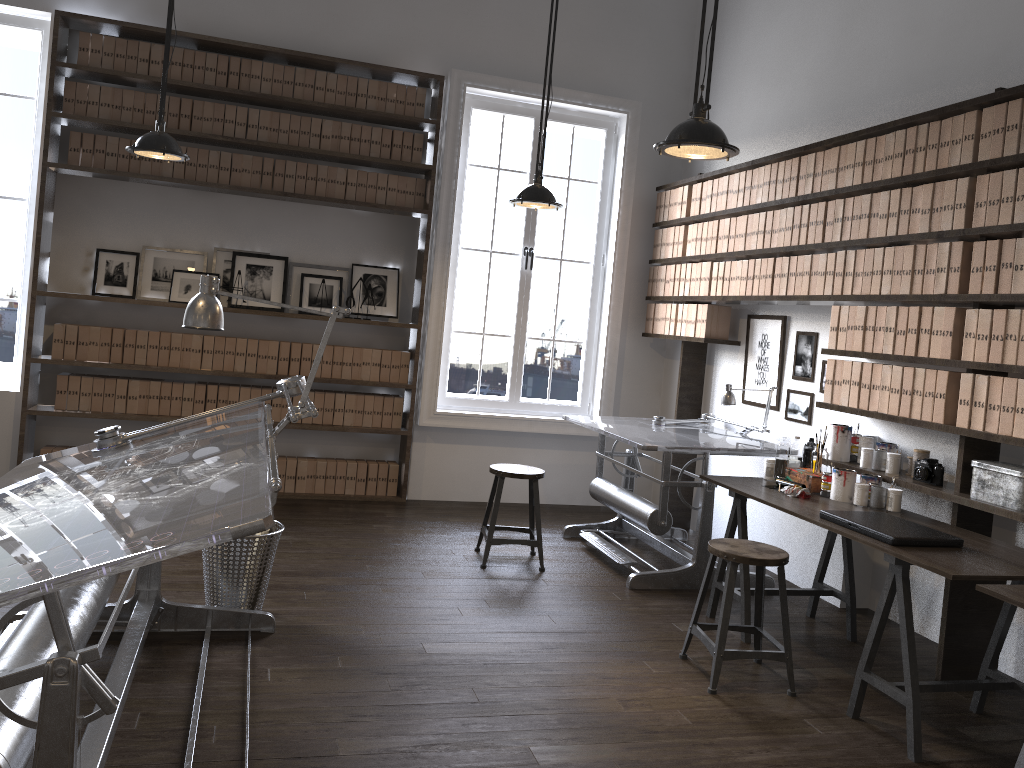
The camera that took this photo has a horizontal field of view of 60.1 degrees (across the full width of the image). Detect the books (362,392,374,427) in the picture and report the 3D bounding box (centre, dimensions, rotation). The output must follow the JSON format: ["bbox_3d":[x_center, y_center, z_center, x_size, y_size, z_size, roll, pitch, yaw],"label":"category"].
[{"bbox_3d":[-1.031,0.183,6.286,0.067,0.225,0.175,5,2,-16],"label":"books"}]

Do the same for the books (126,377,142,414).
[{"bbox_3d":[-2.497,0.076,5.862,0.066,0.225,0.175,5,2,-16],"label":"books"}]

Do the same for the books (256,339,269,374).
[{"bbox_3d":[-1.709,-0.189,6.074,0.067,0.225,0.175,5,2,-16],"label":"books"}]

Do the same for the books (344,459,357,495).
[{"bbox_3d":[-1.149,0.657,6.275,0.066,0.225,0.175,5,2,-16],"label":"books"}]

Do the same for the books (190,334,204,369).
[{"bbox_3d":[-2.119,-0.220,5.958,0.066,0.225,0.175,5,2,-16],"label":"books"}]

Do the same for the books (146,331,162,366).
[{"bbox_3d":[-2.376,-0.239,5.886,0.066,0.225,0.175,5,2,-16],"label":"books"}]

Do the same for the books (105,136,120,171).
[{"bbox_3d":[-2.592,-1.484,5.765,0.066,0.225,0.175,5,2,-16],"label":"books"}]

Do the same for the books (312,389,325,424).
[{"bbox_3d":[-1.360,0.158,6.198,0.066,0.225,0.175,5,2,-16],"label":"books"}]

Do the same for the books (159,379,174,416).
[{"bbox_3d":[-2.309,0.089,5.920,0.066,0.225,0.175,5,2,-16],"label":"books"}]

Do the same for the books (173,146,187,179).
[{"bbox_3d":[-2.198,-1.455,5.879,0.067,0.225,0.175,5,2,-16],"label":"books"}]

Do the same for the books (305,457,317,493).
[{"bbox_3d":[-1.414,0.637,6.201,0.066,0.225,0.175,5,2,-16],"label":"books"}]

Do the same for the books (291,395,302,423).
[{"bbox_3d":[-1.494,0.149,6.151,0.066,0.225,0.175,5,2,-16],"label":"books"}]

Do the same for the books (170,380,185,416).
[{"bbox_3d":[-2.241,0.094,5.940,0.066,0.225,0.175,5,2,-16],"label":"books"}]

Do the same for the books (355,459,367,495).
[{"bbox_3d":[-1.082,0.661,6.299,0.066,0.225,0.175,5,2,-16],"label":"books"}]

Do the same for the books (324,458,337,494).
[{"bbox_3d":[-1.286,0.646,6.239,0.066,0.225,0.175,5,2,-16],"label":"books"}]

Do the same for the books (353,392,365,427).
[{"bbox_3d":[-1.096,0.177,6.272,0.066,0.225,0.175,5,2,-16],"label":"books"}]

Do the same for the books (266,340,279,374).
[{"bbox_3d":[-1.650,-0.186,6.096,0.066,0.225,0.175,5,2,-16],"label":"books"}]

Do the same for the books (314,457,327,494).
[{"bbox_3d":[-1.348,0.642,6.215,0.067,0.225,0.175,5,2,-16],"label":"books"}]

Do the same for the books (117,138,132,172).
[{"bbox_3d":[-2.526,-1.479,5.789,0.066,0.225,0.175,5,2,-16],"label":"books"}]

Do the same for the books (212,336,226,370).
[{"bbox_3d":[-1.983,-0.210,6.000,0.066,0.225,0.175,5,2,-16],"label":"books"}]

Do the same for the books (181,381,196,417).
[{"bbox_3d":[-2.172,0.099,5.956,0.066,0.225,0.175,5,2,-16],"label":"books"}]

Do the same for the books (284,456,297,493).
[{"bbox_3d":[-1.542,0.628,6.160,0.067,0.225,0.175,5,2,-16],"label":"books"}]

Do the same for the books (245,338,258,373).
[{"bbox_3d":[-1.779,-0.195,6.054,0.066,0.225,0.175,5,2,-16],"label":"books"}]

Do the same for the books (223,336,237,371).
[{"bbox_3d":[-1.917,-0.205,6.021,0.066,0.225,0.175,5,2,-16],"label":"books"}]

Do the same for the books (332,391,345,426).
[{"bbox_3d":[-1.225,0.168,6.231,0.067,0.225,0.175,5,2,-16],"label":"books"}]

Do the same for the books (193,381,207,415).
[{"bbox_3d":[-2.105,0.104,5.980,0.066,0.225,0.175,5,2,-16],"label":"books"}]

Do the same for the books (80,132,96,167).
[{"bbox_3d":[-2.732,-1.494,5.724,0.067,0.225,0.175,5,2,-16],"label":"books"}]

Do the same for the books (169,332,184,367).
[{"bbox_3d":[-2.242,-0.228,5.919,0.067,0.225,0.175,5,2,-16],"label":"books"}]

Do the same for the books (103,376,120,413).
[{"bbox_3d":[-2.634,0.065,5.825,0.066,0.225,0.175,5,2,-16],"label":"books"}]

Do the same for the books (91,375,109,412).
[{"bbox_3d":[-2.701,0.060,5.807,0.066,0.225,0.175,5,2,-16],"label":"books"}]

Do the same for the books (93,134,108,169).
[{"bbox_3d":[-2.661,-1.489,5.750,0.066,0.225,0.175,5,2,-16],"label":"books"}]

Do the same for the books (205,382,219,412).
[{"bbox_3d":[-2.032,0.109,5.995,0.067,0.225,0.175,5,2,-16],"label":"books"}]

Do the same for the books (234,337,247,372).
[{"bbox_3d":[-1.849,-0.200,6.037,0.066,0.225,0.175,5,2,-16],"label":"books"}]

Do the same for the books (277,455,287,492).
[{"bbox_3d":[-1.610,0.623,6.144,0.066,0.225,0.175,5,2,-16],"label":"books"}]

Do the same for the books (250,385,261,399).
[{"bbox_3d":[-1.764,0.129,6.080,0.066,0.225,0.175,5,2,-16],"label":"books"}]

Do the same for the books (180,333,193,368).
[{"bbox_3d":[-2.180,-0.224,5.942,0.066,0.225,0.175,5,2,-16],"label":"books"}]

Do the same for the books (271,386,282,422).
[{"bbox_3d":[-1.625,0.139,6.117,0.066,0.225,0.175,5,2,-16],"label":"books"}]

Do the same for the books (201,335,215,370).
[{"bbox_3d":[-2.049,-0.214,5.977,0.067,0.225,0.175,5,2,-16],"label":"books"}]

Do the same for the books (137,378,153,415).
[{"bbox_3d":[-2.437,0.080,5.881,0.066,0.225,0.175,5,2,-16],"label":"books"}]

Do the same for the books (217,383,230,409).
[{"bbox_3d":[-1.963,0.114,6.021,0.066,0.225,0.175,5,2,-16],"label":"books"}]

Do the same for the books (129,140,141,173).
[{"bbox_3d":[-2.458,-1.474,5.809,0.066,0.225,0.175,5,2,-16],"label":"books"}]

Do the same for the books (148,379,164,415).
[{"bbox_3d":[-2.372,0.085,5.896,0.067,0.225,0.175,5,2,-16],"label":"books"}]

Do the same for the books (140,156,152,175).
[{"bbox_3d":[-2.391,-1.469,5.822,0.067,0.225,0.175,5,2,-16],"label":"books"}]

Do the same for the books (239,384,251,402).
[{"bbox_3d":[-1.830,0.124,6.057,0.066,0.225,0.175,5,2,-16],"label":"books"}]

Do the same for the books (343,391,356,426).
[{"bbox_3d":[-1.156,0.173,6.253,0.066,0.225,0.175,5,2,-16],"label":"books"}]

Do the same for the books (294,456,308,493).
[{"bbox_3d":[-1.473,0.633,6.182,0.066,0.225,0.175,5,2,-16],"label":"books"}]

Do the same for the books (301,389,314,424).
[{"bbox_3d":[-1.426,0.154,6.174,0.066,0.225,0.175,5,2,-16],"label":"books"}]

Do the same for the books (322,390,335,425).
[{"bbox_3d":[-1.293,0.163,6.215,0.066,0.225,0.175,5,2,-16],"label":"books"}]

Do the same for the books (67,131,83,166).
[{"bbox_3d":[-2.804,-1.500,5.708,0.066,0.225,0.175,5,2,-16],"label":"books"}]

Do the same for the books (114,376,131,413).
[{"bbox_3d":[-2.565,0.071,5.840,0.067,0.225,0.175,5,2,-16],"label":"books"}]

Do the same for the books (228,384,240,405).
[{"bbox_3d":[-1.898,0.119,6.033,0.066,0.225,0.175,5,2,-16],"label":"books"}]

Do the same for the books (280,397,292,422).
[{"bbox_3d":[-1.563,0.144,6.131,0.067,0.225,0.175,5,2,-16],"label":"books"}]

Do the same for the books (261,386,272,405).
[{"bbox_3d":[-1.697,0.134,6.098,0.066,0.225,0.175,5,2,-16],"label":"books"}]

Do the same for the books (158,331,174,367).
[{"bbox_3d":[-2.308,-0.234,5.906,0.066,0.225,0.175,5,2,-16],"label":"books"}]

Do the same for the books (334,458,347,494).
[{"bbox_3d":[-1.218,0.651,6.259,0.066,0.225,0.175,5,2,-16],"label":"books"}]

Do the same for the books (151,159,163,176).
[{"bbox_3d":[-2.329,-1.465,5.845,0.066,0.225,0.175,5,2,-16],"label":"books"}]
